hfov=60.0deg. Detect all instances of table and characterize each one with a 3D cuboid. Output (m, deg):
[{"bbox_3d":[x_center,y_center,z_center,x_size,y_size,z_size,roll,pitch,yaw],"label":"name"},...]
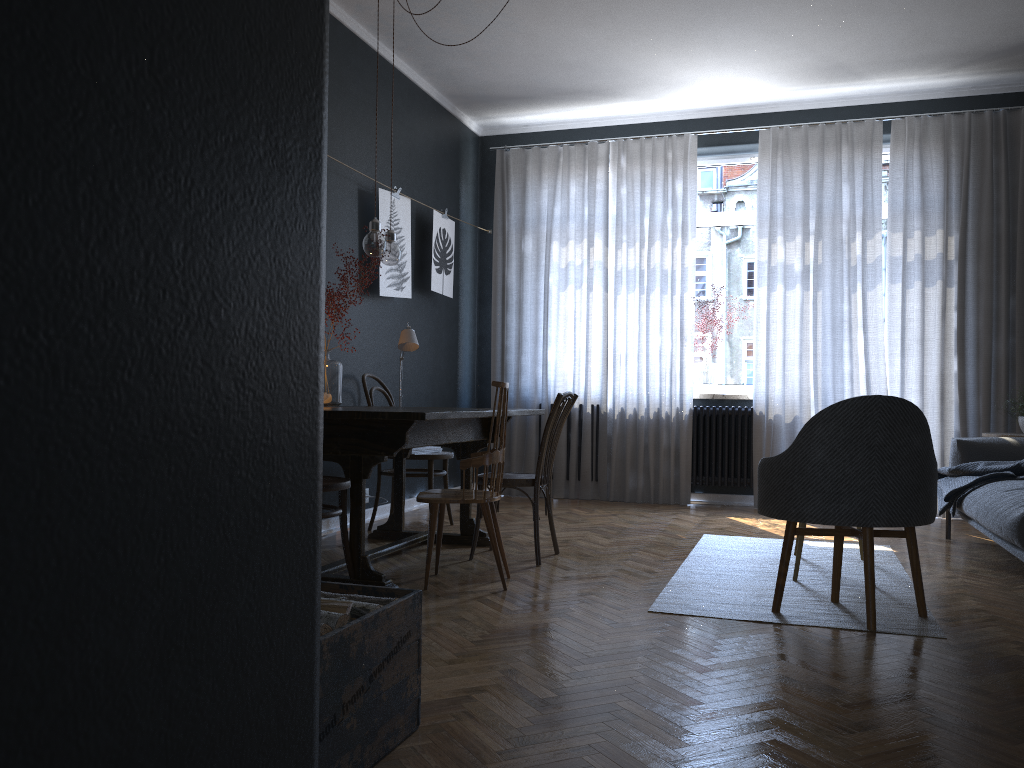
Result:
[{"bbox_3d":[-0.610,0.478,4.201,1.126,0.727,1.604,1,-1,18],"label":"table"},{"bbox_3d":[1.494,0.597,4.139,0.339,0.550,0.788,1,-1,18],"label":"table"}]

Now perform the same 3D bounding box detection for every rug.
[{"bbox_3d":[1.284,0.866,4.064,1.003,0.013,2.011,1,-1,18],"label":"rug"}]

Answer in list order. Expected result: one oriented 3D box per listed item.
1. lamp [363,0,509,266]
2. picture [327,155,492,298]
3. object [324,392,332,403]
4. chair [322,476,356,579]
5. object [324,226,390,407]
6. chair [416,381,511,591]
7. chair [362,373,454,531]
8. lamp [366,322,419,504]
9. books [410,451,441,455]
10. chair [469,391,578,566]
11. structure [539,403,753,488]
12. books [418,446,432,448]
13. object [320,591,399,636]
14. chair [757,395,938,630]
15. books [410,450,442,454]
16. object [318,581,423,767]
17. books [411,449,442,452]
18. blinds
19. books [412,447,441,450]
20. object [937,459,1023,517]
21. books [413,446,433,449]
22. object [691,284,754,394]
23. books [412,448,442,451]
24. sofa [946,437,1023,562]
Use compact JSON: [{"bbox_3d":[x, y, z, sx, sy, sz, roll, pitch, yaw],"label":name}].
[{"bbox_3d":[-0.081,-1.372,3.844,0.583,1.574,1.590,1,0,-41],"label":"lamp"},{"bbox_3d":[-0.873,-0.933,5.196,0.058,0.771,4.458,1,-1,18],"label":"picture"},{"bbox_3d":[-0.992,0.074,4.242,0.252,0.072,0.254,0,-1,25],"label":"object"},{"bbox_3d":[-0.869,0.363,3.401,0.438,0.920,0.549,1,0,21],"label":"chair"},{"bbox_3d":[-0.958,-0.349,4.553,0.639,0.931,0.556,1,0,-11],"label":"object"},{"bbox_3d":[-0.197,0.416,3.737,0.384,0.856,0.456,1,0,3],"label":"chair"},{"bbox_3d":[-0.619,0.398,5.286,0.549,0.920,0.438,1,0,16],"label":"chair"},{"bbox_3d":[-0.672,0.196,5.152,0.242,1.069,0.800,1,0,-27],"label":"lamp"},{"bbox_3d":[-0.590,0.406,5.252,0.218,0.008,0.304,0,-1,25],"label":"books"},{"bbox_3d":[0.057,0.443,4.341,0.467,0.820,0.363,1,0,18],"label":"chair"},{"bbox_3d":[1.069,0.463,6.846,1.846,0.600,0.216,1,0,18],"label":"structure"},{"bbox_3d":[-0.591,0.367,5.262,0.218,0.006,0.304,0,-1,30],"label":"books"},{"bbox_3d":[-0.482,0.564,1.888,0.370,0.247,0.533,1,-1,18],"label":"object"},{"bbox_3d":[1.261,0.446,3.236,0.645,0.811,0.495,1,0,-4],"label":"chair"},{"bbox_3d":[-0.591,0.399,5.250,0.218,0.007,0.305,0,-1,30],"label":"books"},{"bbox_3d":[-0.479,0.640,1.887,0.383,0.326,0.552,1,-1,18],"label":"object"},{"bbox_3d":[-0.590,0.391,5.252,0.218,0.008,0.304,0,-1,30],"label":"books"},{"bbox_3d":[1.722,-0.487,6.572,3.992,2.789,0.312,1,0,18],"label":"blinds"},{"bbox_3d":[-0.595,0.378,5.253,0.218,0.008,0.288,0,-1,31],"label":"books"},{"bbox_3d":[2.495,0.518,4.640,0.490,0.329,0.666,1,-1,23],"label":"object"},{"bbox_3d":[-0.595,0.372,5.254,0.218,0.008,0.288,0,-1,31],"label":"books"},{"bbox_3d":[1.511,-0.331,6.734,0.514,0.809,0.599,1,0,-8],"label":"object"},{"bbox_3d":[-0.590,0.383,5.250,0.218,0.013,0.305,0,-1,30],"label":"books"},{"bbox_3d":[2.607,0.485,3.997,0.970,0.798,2.340,1,-1,18],"label":"sofa"}]
